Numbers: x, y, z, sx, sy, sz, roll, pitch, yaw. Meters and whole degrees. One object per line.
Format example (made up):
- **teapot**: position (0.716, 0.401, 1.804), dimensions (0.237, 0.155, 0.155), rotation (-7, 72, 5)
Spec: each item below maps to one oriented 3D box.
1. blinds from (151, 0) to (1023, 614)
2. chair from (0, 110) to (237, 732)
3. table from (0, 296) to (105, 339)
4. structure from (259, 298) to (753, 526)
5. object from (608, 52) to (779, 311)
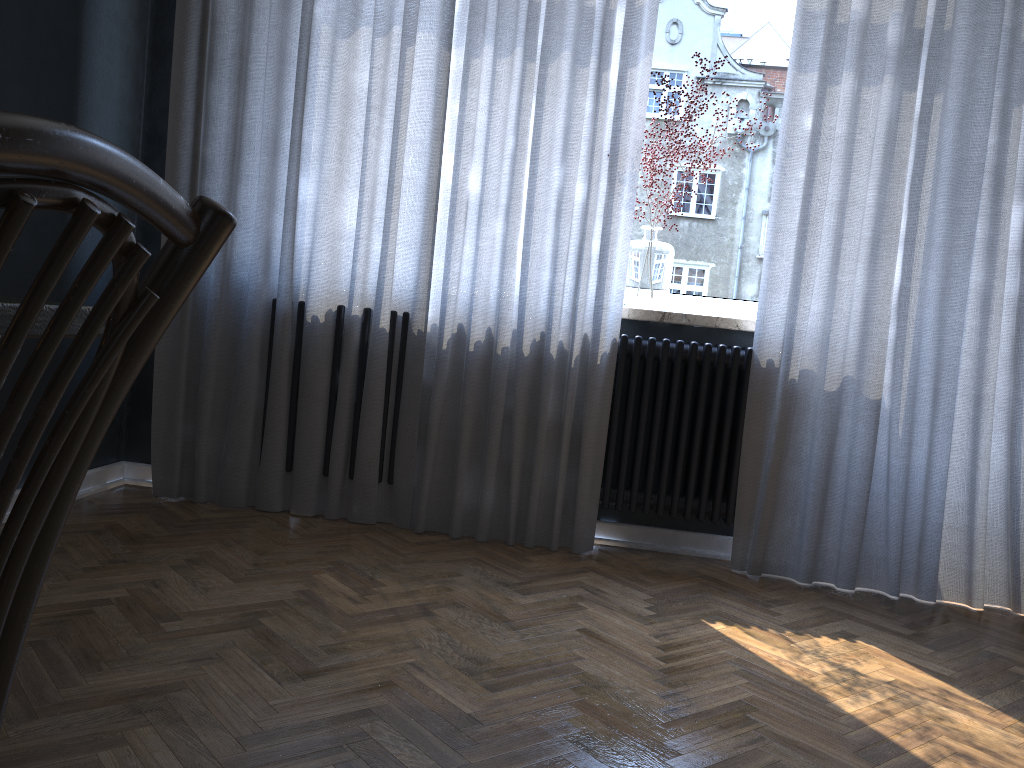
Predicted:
- **blinds**: position (0.788, -0.780, 2.897), dimensions (3.992, 2.792, 0.312), rotation (6, 5, 6)
- **chair**: position (-0.457, 0.267, 0.458), dimensions (0.467, 0.821, 0.362), rotation (6, 5, 5)
- **table**: position (-1.082, 0.270, 0.181), dimensions (1.126, 0.728, 1.602), rotation (6, 4, 6)
- **structure**: position (0.011, 0.088, 3.109), dimensions (1.846, 0.601, 0.215), rotation (6, 5, 6)
- **object**: position (0.535, -0.657, 3.023), dimensions (0.514, 0.810, 0.598), rotation (4, 5, -20)
